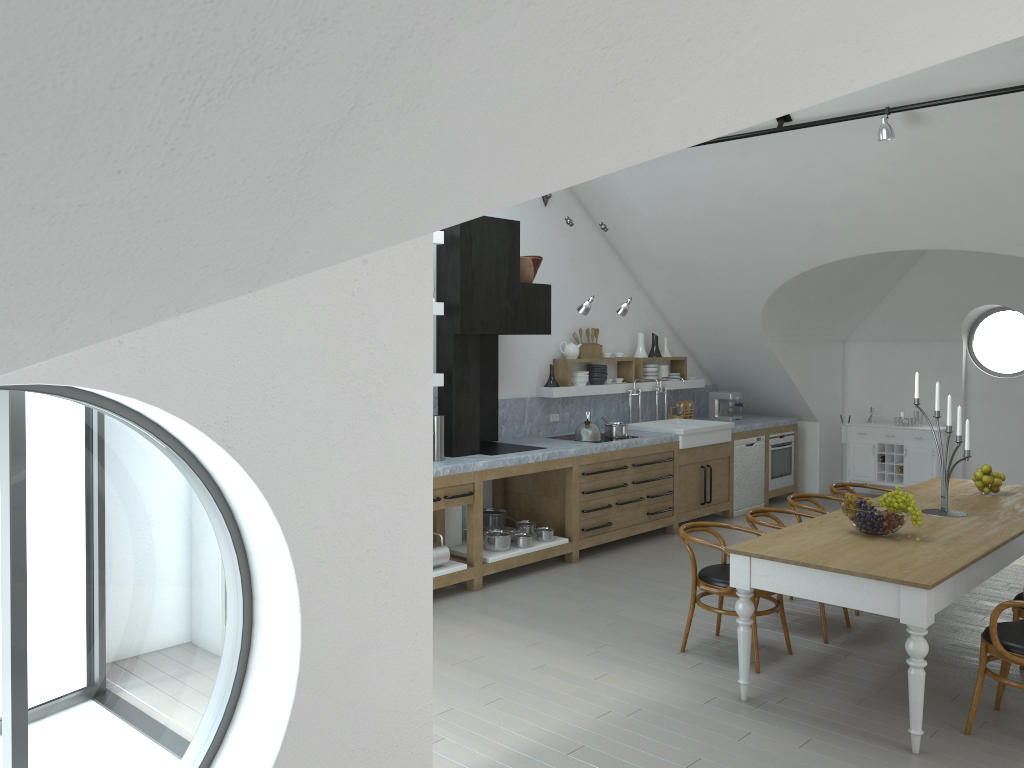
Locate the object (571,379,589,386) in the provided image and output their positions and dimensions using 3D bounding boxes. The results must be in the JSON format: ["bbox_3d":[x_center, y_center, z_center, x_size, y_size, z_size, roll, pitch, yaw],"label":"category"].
[{"bbox_3d":[0.670,-0.016,8.787,0.181,0.063,0.181,-1,3,-24],"label":"object"}]

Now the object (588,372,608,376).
[{"bbox_3d":[0.869,-0.083,8.991,0.205,0.086,0.205,0,3,-4],"label":"object"}]

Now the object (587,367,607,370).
[{"bbox_3d":[0.865,-0.131,8.998,0.205,0.084,0.206,-1,3,-19],"label":"object"}]

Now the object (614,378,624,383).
[{"bbox_3d":[1.122,-0.034,9.304,0.098,0.048,0.098,2,3,41],"label":"object"}]

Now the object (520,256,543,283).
[{"bbox_3d":[0.079,-0.961,7.536,0.348,0.236,0.366,-1,3,-29],"label":"object"}]

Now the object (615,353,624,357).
[{"bbox_3d":[1.127,-0.302,9.304,0.098,0.048,0.098,2,3,41],"label":"object"}]

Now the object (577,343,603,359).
[{"bbox_3d":[0.782,-0.338,8.955,0.084,0.157,0.354,2,3,43],"label":"object"}]

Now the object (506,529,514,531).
[{"bbox_3d":[-0.044,1.236,7.390,0.061,0.035,0.170,2,3,43],"label":"object"}]

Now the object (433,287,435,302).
[{"bbox_3d":[-0.612,-0.678,6.732,0.064,0.124,0.068,1,2,37],"label":"object"}]

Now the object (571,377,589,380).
[{"bbox_3d":[0.669,-0.038,8.786,0.181,0.065,0.181,0,3,-9],"label":"object"}]

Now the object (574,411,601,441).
[{"bbox_3d":[0.694,0.378,8.098,0.246,0.267,0.246,-1,2,-37],"label":"object"}]

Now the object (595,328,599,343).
[{"bbox_3d":[0.855,-0.419,9.021,0.039,0.298,0.068,1,2,43],"label":"object"}]

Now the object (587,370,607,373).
[{"bbox_3d":[0.865,-0.106,8.994,0.206,0.072,0.206,2,3,30],"label":"object"}]

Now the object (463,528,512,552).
[{"bbox_3d":[-0.177,1.233,7.061,0.379,0.164,0.223,2,3,32],"label":"object"}]

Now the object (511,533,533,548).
[{"bbox_3d":[0.045,1.250,7.140,0.261,0.113,0.153,2,3,32],"label":"object"}]

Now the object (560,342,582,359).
[{"bbox_3d":[0.577,-0.332,8.723,0.174,0.169,0.168,1,2,27],"label":"object"}]

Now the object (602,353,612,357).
[{"bbox_3d":[0.981,-0.295,9.147,0.098,0.048,0.098,2,3,41],"label":"object"}]

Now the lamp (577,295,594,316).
[{"bbox_3d":[0.629,-0.678,7.663,0.115,0.178,0.164,-1,2,-29],"label":"lamp"}]

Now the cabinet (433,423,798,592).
[{"bbox_3d":[0.856,1.068,8.472,1.004,1.021,6.431,2,3,43],"label":"cabinet"}]

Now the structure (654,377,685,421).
[{"bbox_3d":[1.720,0.188,9.576,0.332,0.529,0.214,1,1,24],"label":"structure"}]

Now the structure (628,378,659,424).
[{"bbox_3d":[1.387,0.204,9.219,0.332,0.529,0.214,1,1,24],"label":"structure"}]

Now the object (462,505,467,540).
[{"bbox_3d":[-0.366,1.040,7.410,0.231,0.498,0.231,0,1,-6],"label":"object"}]

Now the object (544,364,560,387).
[{"bbox_3d":[0.381,-0.082,8.505,0.156,0.218,0.156,1,2,24],"label":"object"}]

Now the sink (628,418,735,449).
[{"bbox_3d":[1.733,0.509,9.185,0.727,0.202,1.021,3,4,43],"label":"sink"}]

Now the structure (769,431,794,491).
[{"bbox_3d":[2.896,0.869,10.411,0.631,0.636,0.632,2,3,43],"label":"structure"}]

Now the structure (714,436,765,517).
[{"bbox_3d":[2.377,0.989,9.864,0.599,0.822,0.724,2,2,43],"label":"structure"}]

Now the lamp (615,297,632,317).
[{"bbox_3d":[1.026,-0.702,8.082,0.169,0.176,0.112,2,2,35],"label":"lamp"}]

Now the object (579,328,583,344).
[{"bbox_3d":[0.694,-0.414,8.874,0.027,0.299,0.055,1,2,43],"label":"object"}]

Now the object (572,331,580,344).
[{"bbox_3d":[0.671,-0.395,8.846,0.199,0.259,0.016,-1,2,-37],"label":"object"}]

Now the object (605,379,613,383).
[{"bbox_3d":[0.991,-0.028,9.163,0.098,0.048,0.098,2,3,41],"label":"object"}]

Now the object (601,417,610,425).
[{"bbox_3d":[0.939,0.402,8.417,0.236,0.167,0.051,2,2,38],"label":"object"}]

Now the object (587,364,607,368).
[{"bbox_3d":[0.862,-0.159,8.998,0.206,0.080,0.205,-2,4,-44],"label":"object"}]

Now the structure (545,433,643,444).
[{"bbox_3d":[0.768,0.520,8.297,0.648,0.041,0.737,3,4,43],"label":"structure"}]

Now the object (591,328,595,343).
[{"bbox_3d":[0.814,-0.417,8.972,0.019,0.299,0.057,1,2,43],"label":"object"}]

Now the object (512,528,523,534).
[{"bbox_3d":[0.004,1.235,7.334,0.041,0.045,0.247,2,3,42],"label":"object"}]

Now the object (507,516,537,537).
[{"bbox_3d":[0.095,1.221,7.572,0.182,0.133,0.309,-1,3,-23],"label":"object"}]

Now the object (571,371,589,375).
[{"bbox_3d":[0.672,-0.090,8.788,0.181,0.076,0.181,0,3,-9],"label":"object"}]

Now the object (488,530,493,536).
[{"bbox_3d":[-0.120,1.209,6.965,0.051,0.152,0.190,1,2,43],"label":"object"}]

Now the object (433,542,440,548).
[{"bbox_3d":[-0.698,1.207,6.301,0.092,0.093,0.437,2,3,40],"label":"object"}]

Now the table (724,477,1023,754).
[{"bbox_3d":[2.613,1.209,5.482,1.019,0.798,3.350,2,3,43],"label":"table"}]

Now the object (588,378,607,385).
[{"bbox_3d":[0.863,-0.030,8.994,0.206,0.072,0.206,2,3,30],"label":"object"}]

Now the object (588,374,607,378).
[{"bbox_3d":[0.863,-0.056,8.993,0.205,0.086,0.205,0,3,-9],"label":"object"}]

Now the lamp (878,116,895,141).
[{"bbox_3d":[2.645,-1.806,6.259,0.112,0.175,0.114,0,2,6],"label":"lamp"}]

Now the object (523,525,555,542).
[{"bbox_3d":[0.236,1.239,7.376,0.261,0.113,0.153,2,3,42],"label":"object"}]

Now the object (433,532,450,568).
[{"bbox_3d":[-0.777,1.222,6.397,0.429,0.231,0.527,2,3,40],"label":"object"}]

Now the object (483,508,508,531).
[{"bbox_3d":[-0.263,1.181,7.757,0.455,0.197,0.268,0,2,-13],"label":"object"}]

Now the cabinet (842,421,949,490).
[{"bbox_3d":[4.416,0.871,10.237,1.135,0.789,0.497,2,3,43],"label":"cabinet"}]

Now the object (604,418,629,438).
[{"bbox_3d":[1.018,0.427,8.453,0.232,0.170,0.395,1,3,23],"label":"object"}]

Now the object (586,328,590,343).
[{"bbox_3d":[0.776,-0.417,8.961,0.040,0.299,0.061,1,1,41],"label":"object"}]

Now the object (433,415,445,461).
[{"bbox_3d":[-0.574,0.407,6.665,0.164,0.339,0.114,-1,2,-44],"label":"object"}]

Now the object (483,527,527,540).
[{"bbox_3d":[-0.120,1.237,7.351,0.508,0.052,0.263,1,3,20],"label":"object"}]

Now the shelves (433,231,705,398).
[{"bbox_3d":[0.385,-0.548,8.290,0.480,1.361,5.552,1,3,37],"label":"shelves"}]

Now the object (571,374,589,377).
[{"bbox_3d":[0.671,-0.062,8.788,0.181,0.069,0.181,-1,3,-29],"label":"object"}]

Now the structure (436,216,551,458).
[{"bbox_3d":[-0.277,-0.398,7.391,0.781,1.883,1.076,1,2,43],"label":"structure"}]
